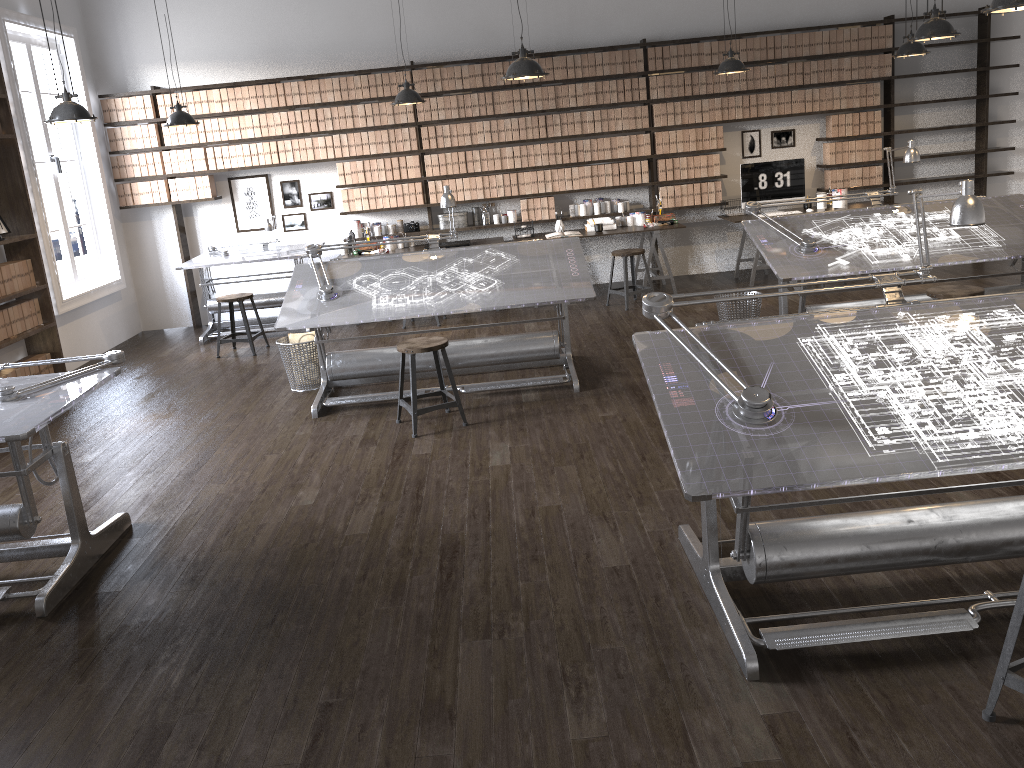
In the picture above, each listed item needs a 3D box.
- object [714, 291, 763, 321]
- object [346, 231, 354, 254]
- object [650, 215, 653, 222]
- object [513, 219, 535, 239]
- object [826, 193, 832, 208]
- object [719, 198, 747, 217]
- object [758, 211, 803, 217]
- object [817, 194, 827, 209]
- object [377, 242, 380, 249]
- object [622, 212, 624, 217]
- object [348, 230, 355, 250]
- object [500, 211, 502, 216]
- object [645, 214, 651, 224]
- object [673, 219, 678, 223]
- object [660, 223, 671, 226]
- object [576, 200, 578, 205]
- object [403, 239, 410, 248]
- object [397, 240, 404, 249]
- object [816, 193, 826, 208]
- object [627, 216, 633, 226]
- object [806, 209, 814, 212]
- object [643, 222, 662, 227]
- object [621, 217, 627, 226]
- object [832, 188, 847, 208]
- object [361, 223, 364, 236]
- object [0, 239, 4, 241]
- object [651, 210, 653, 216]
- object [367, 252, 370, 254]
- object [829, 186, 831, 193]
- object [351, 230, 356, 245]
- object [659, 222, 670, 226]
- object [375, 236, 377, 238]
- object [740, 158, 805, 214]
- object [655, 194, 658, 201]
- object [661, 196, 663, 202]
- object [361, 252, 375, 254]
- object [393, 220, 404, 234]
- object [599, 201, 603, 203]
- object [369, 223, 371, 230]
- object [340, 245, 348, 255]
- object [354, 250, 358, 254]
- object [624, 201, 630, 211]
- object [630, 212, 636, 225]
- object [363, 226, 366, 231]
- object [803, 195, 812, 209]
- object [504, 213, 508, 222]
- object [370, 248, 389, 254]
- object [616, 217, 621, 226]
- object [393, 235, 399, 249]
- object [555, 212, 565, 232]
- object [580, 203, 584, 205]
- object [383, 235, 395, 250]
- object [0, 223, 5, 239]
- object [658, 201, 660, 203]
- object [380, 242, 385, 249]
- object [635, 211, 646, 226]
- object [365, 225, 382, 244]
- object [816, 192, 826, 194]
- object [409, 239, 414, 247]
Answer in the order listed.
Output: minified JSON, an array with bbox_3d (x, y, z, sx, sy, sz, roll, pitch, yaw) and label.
[{"bbox_3d":[1.684,-0.473,6.558,0.353,0.373,0.357,0,15,21],"label":"object"},{"bbox_3d":[-1.622,-1.414,8.874,0.069,0.227,0.069,-6,13,-3],"label":"object"},{"bbox_3d":[1.401,-1.670,9.012,0.060,0.088,0.060,-5,14,4],"label":"object"},{"bbox_3d":[0.121,-1.564,8.945,0.203,0.159,0.287,-6,15,0],"label":"object"},{"bbox_3d":[3.206,-1.855,8.956,0.068,0.153,0.069,-11,15,-23],"label":"object"},{"bbox_3d":[2.285,-1.803,9.050,0.284,0.159,0.206,-8,15,-8],"label":"object"},{"bbox_3d":[2.643,-1.681,8.763,0.439,0.017,0.120,-7,16,-5],"label":"object"},{"bbox_3d":[3.121,-1.835,8.918,0.094,0.143,0.095,1,15,25],"label":"object"},{"bbox_3d":[-1.333,-1.400,8.992,0.060,0.088,0.060,-7,14,-5],"label":"object"},{"bbox_3d":[1.152,-1.700,9.110,0.029,0.132,0.004,-5,13,4],"label":"object"},{"bbox_3d":[-1.624,-1.437,8.943,0.069,0.235,0.069,-6,13,-3],"label":"object"},{"bbox_3d":[-0.104,-1.726,9.168,0.028,0.125,0.004,-6,13,-2],"label":"object"},{"bbox_3d":[1.376,-1.661,8.947,0.049,0.110,0.049,-5,13,3],"label":"object"},{"bbox_3d":[1.641,-1.636,8.893,0.049,0.037,0.050,-5,15,3],"label":"object"},{"bbox_3d":[1.524,-1.584,8.809,0.158,0.005,0.005,-16,18,-33],"label":"object"},{"bbox_3d":[0.691,-1.845,9.248,0.041,0.167,0.009,-5,13,3],"label":"object"},{"bbox_3d":[-1.079,-1.440,9.024,0.063,0.092,0.063,-17,18,-40],"label":"object"},{"bbox_3d":[-1.132,-1.423,8.981,0.062,0.093,0.062,6,18,38],"label":"object"},{"bbox_3d":[3.145,-1.866,9.020,0.097,0.141,0.097,-1,14,16],"label":"object"},{"bbox_3d":[1.200,-1.653,8.998,0.062,0.093,0.062,-17,18,-39],"label":"object"},{"bbox_3d":[2.951,-1.723,8.777,0.059,0.028,0.107,-6,16,-3],"label":"object"},{"bbox_3d":[1.401,-1.592,8.808,0.198,0.050,0.133,-14,18,-28],"label":"object"},{"bbox_3d":[1.144,-1.659,9.040,0.063,0.092,0.064,6,18,39],"label":"object"},{"bbox_3d":[3.289,-1.863,8.887,0.144,0.194,0.146,-13,16,-27],"label":"object"},{"bbox_3d":[-1.572,-1.603,9.211,0.050,0.138,0.051,-6,13,-3],"label":"object"},{"bbox_3d":[-3.975,-1.185,6.849,0.040,0.164,0.067,-6,13,0],"label":"object"},{"bbox_3d":[1.414,-1.701,8.996,0.040,0.129,0.005,-6,13,-2],"label":"object"},{"bbox_3d":[-1.420,-1.295,8.776,0.006,0.006,0.158,-11,16,-20],"label":"object"},{"bbox_3d":[3.254,-1.914,9.043,0.007,0.202,0.046,-10,14,-19],"label":"object"},{"bbox_3d":[-1.626,-1.456,9.026,0.069,0.227,0.069,-6,13,-3],"label":"object"},{"bbox_3d":[1.512,-1.589,8.802,0.172,0.017,0.011,-15,17,-31],"label":"object"},{"bbox_3d":[-1.362,-1.428,8.981,0.033,0.146,0.005,-5,13,0],"label":"object"},{"bbox_3d":[2.627,-1.991,8.954,0.643,0.512,0.207,-6,13,0],"label":"object"},{"bbox_3d":[1.480,-1.816,8.955,0.055,0.211,0.007,-4,13,6],"label":"object"},{"bbox_3d":[1.500,-1.806,8.955,0.072,0.184,0.008,6,18,41],"label":"object"},{"bbox_3d":[-1.425,-1.299,8.781,0.172,0.017,0.011,4,17,30],"label":"object"},{"bbox_3d":[-1.150,-1.620,9.205,0.107,0.160,0.237,-15,17,-33],"label":"object"},{"bbox_3d":[0.934,-1.838,9.230,0.044,0.126,0.045,-1,14,17],"label":"object"},{"bbox_3d":[-1.441,-1.524,8.941,0.055,0.190,0.006,-6,13,-1],"label":"object"},{"bbox_3d":[-1.685,-1.344,8.874,0.068,0.103,0.069,-5,14,4],"label":"object"},{"bbox_3d":[-1.561,-1.320,8.869,0.049,0.037,0.049,-7,15,-4],"label":"object"},{"bbox_3d":[1.196,-1.859,9.252,0.062,0.094,0.062,3,16,31],"label":"object"},{"bbox_3d":[1.257,-1.697,9.087,0.095,0.126,0.095,-7,14,-4],"label":"object"},{"bbox_3d":[-1.460,-1.515,8.939,0.071,0.184,0.008,-5,13,0],"label":"object"},{"bbox_3d":[3.028,-1.866,9.071,0.097,0.141,0.092,-11,15,-20],"label":"object"},{"bbox_3d":[-0.059,-1.730,9.225,0.045,0.100,0.045,-5,13,2],"label":"object"},{"bbox_3d":[-1.318,-1.324,8.788,0.197,0.050,0.133,3,17,28],"label":"object"},{"bbox_3d":[1.096,-1.668,9.087,0.062,0.093,0.062,6,18,39],"label":"object"},{"bbox_3d":[-1.198,-1.454,9.069,0.095,0.126,0.095,-5,14,3],"label":"object"},{"bbox_3d":[0.484,-1.657,9.063,0.102,0.207,0.102,7,19,43],"label":"object"},{"bbox_3d":[0.732,-1.810,9.200,0.045,0.126,0.045,-6,13,0],"label":"object"},{"bbox_3d":[-1.243,-1.426,8.963,0.105,0.140,0.105,-7,14,-8],"label":"object"},{"bbox_3d":[-4.046,-1.260,6.964,0.040,0.259,0.112,-6,13,0],"label":"object"},{"bbox_3d":[1.492,-1.791,8.953,0.038,0.151,0.008,-17,17,-40],"label":"object"},{"bbox_3d":[-1.307,-1.396,8.927,0.049,0.110,0.049,-6,13,-4],"label":"object"},{"bbox_3d":[1.308,-1.678,8.981,0.105,0.140,0.105,-4,14,7],"label":"object"},{"bbox_3d":[-1.402,-1.533,9.069,0.077,0.144,0.349,0,16,21],"label":"object"},{"bbox_3d":[3.181,-1.896,9.113,0.094,0.143,0.096,-1,14,16],"label":"object"},{"bbox_3d":[-1.034,-1.458,9.071,0.062,0.093,0.062,-17,18,-40],"label":"object"}]
